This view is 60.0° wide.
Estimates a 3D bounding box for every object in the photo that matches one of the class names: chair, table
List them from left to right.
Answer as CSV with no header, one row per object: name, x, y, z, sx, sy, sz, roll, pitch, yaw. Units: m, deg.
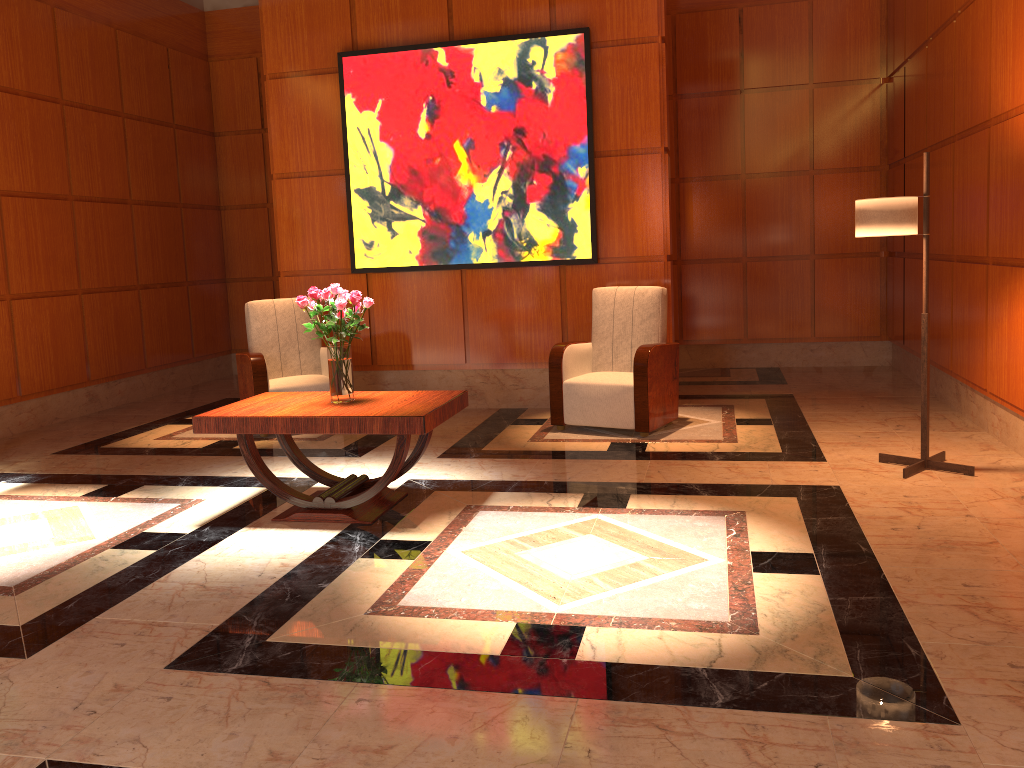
chair,-1.654,-0.160,6.695,0.739,0.956,0.630,-6,8,-28
table,-0.867,0.358,4.469,1.167,0.532,0.728,-1,8,13
chair,0.718,-0.185,6.148,0.738,0.956,0.631,2,8,32

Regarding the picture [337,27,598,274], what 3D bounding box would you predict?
picture,-0.360,-1.765,6.870,1.996,1.729,0.057,-1,6,13

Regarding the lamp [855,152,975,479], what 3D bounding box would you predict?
lamp,2.079,-0.364,4.634,0.526,1.653,0.361,-2,6,3

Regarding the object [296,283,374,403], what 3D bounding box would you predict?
object,-0.872,-0.206,4.433,0.350,0.593,0.328,2,8,33
